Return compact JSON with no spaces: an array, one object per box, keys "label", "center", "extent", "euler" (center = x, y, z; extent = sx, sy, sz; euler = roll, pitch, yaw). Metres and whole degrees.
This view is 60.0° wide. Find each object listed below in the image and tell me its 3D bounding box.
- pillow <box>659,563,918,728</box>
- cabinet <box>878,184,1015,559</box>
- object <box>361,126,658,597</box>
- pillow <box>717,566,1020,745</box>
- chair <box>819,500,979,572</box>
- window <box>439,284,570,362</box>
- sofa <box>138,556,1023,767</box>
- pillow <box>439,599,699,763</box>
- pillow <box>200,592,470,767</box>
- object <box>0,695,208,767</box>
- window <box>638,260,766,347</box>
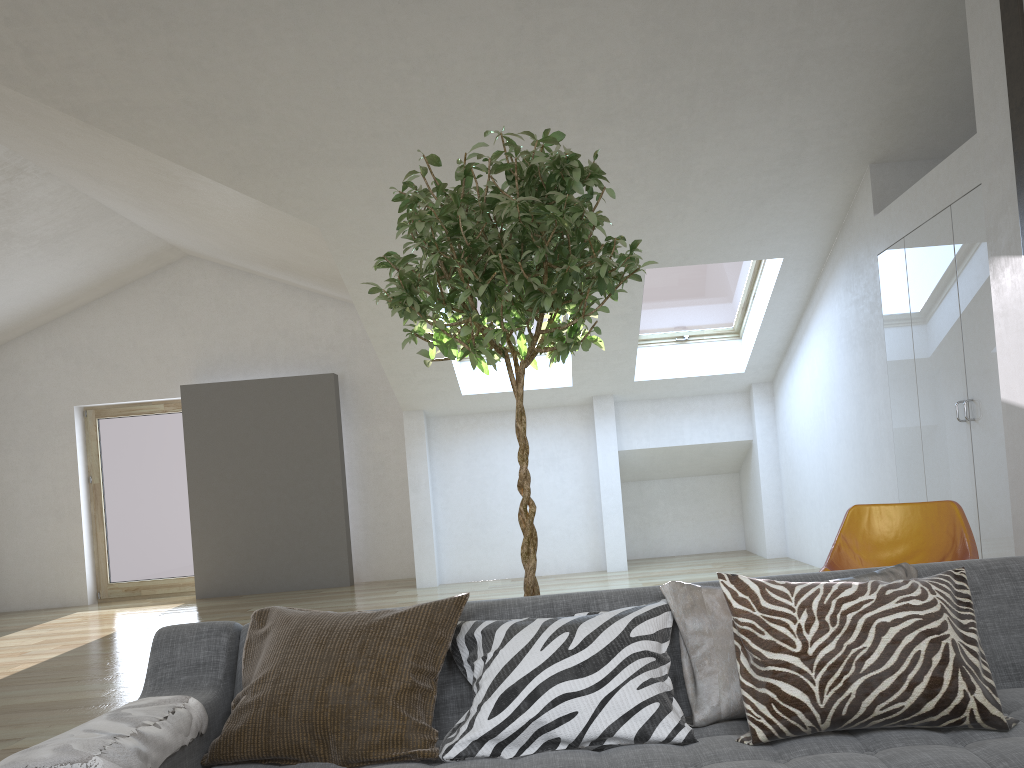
[{"label":"pillow","center":[0.686,0.609,2.074],"extent":[0.663,0.318,0.255],"euler":[-5,-3,0]},{"label":"cabinet","center":[2.449,0.187,4.922],"extent":[0.124,2.237,1.745],"euler":[-5,-3,3]},{"label":"object","center":[0.023,0.251,2.636],"extent":[0.830,2.015,0.785],"euler":[-4,-2,-21]},{"label":"pillow","center":[0.744,0.562,1.906],"extent":[0.574,0.340,0.273],"euler":[-5,-3,4]},{"label":"chair","center":[1.760,0.914,4.029],"extent":[0.657,0.721,0.717],"euler":[-7,-4,31]},{"label":"window","center":[-0.038,-0.620,7.724],"extent":[1.520,0.726,1.850],"euler":[-5,-5,1]},{"label":"sofa","center":[0.364,0.815,1.893],"extent":[2.543,0.682,0.996],"euler":[-5,-4,0]},{"label":"pillow","center":[0.119,0.674,2.021],"extent":[0.579,0.283,0.348],"euler":[-5,-4,0]},{"label":"pillow","center":[-0.410,0.690,2.056],"extent":[0.592,0.337,0.302],"euler":[-5,-3,9]},{"label":"object","center":[-0.825,0.872,1.758],"extent":[0.368,0.417,0.469],"euler":[-5,-4,4]},{"label":"window","center":[1.595,-0.752,7.749],"extent":[1.520,0.726,1.850],"euler":[-5,-5,1]}]
